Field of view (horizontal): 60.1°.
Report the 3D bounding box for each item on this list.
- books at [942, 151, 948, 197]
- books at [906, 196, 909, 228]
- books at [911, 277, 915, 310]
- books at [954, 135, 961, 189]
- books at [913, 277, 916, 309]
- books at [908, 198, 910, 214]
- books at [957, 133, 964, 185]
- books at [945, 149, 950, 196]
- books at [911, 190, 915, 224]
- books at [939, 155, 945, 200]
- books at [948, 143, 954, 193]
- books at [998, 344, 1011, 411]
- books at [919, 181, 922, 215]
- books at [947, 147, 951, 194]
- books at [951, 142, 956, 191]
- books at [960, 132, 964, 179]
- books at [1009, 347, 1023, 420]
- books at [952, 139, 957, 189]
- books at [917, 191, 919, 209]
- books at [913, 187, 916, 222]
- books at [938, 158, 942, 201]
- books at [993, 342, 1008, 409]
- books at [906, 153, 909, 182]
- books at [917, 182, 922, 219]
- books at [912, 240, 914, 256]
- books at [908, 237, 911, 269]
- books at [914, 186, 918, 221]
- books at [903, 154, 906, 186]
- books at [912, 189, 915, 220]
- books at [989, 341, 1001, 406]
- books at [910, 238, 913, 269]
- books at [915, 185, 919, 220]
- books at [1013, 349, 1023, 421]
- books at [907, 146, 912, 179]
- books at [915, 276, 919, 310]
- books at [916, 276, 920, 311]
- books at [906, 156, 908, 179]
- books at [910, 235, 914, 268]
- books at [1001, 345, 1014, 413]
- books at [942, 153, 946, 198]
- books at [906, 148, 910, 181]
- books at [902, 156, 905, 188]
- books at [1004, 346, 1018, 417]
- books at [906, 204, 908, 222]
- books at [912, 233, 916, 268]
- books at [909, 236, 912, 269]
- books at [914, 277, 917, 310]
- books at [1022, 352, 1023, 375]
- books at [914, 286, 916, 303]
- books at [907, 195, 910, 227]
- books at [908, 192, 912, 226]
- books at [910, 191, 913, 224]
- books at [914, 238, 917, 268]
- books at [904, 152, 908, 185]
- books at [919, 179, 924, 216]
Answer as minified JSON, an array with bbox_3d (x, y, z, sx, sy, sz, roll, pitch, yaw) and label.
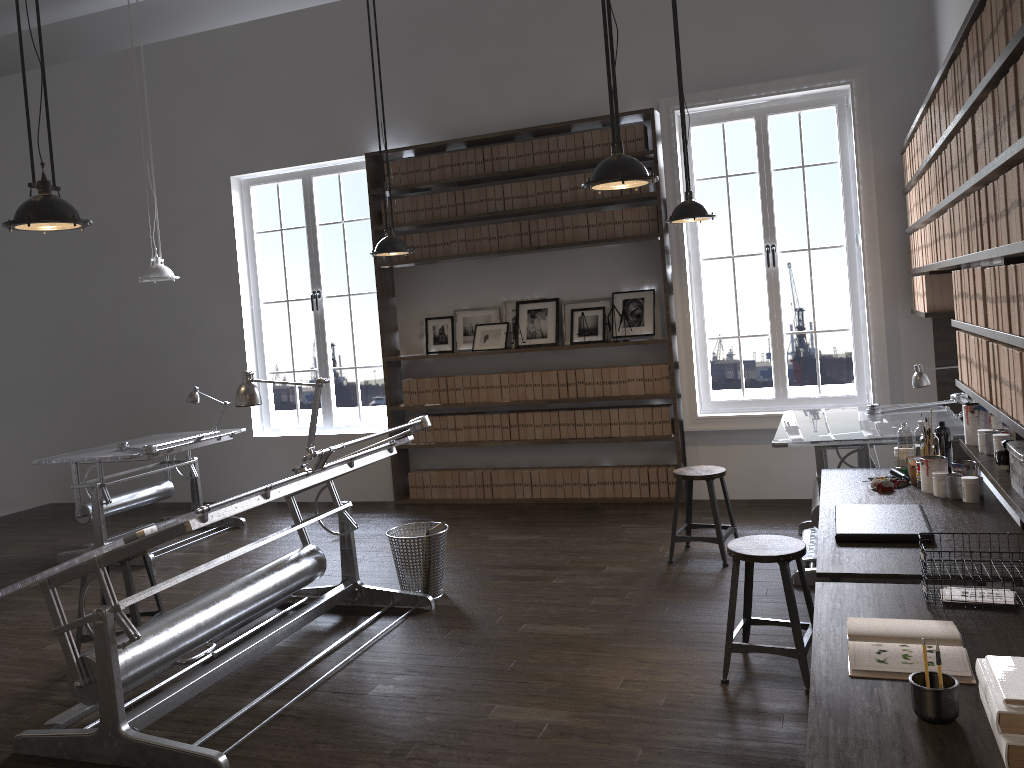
[{"bbox_3d":[2.043,-0.948,3.983,0.174,0.225,0.067,-4,2,20],"label":"books"},{"bbox_3d":[2.751,-1.165,5.950,0.174,0.225,0.067,-4,2,20],"label":"books"},{"bbox_3d":[2.799,-0.618,5.973,0.174,0.225,0.067,-4,2,20],"label":"books"},{"bbox_3d":[1.903,-0.907,3.597,0.174,0.225,0.067,-4,2,20],"label":"books"},{"bbox_3d":[2.779,-0.610,5.902,0.174,0.225,0.067,-4,2,20],"label":"books"},{"bbox_3d":[2.709,-1.151,5.822,0.174,0.225,0.067,-4,2,20],"label":"books"},{"bbox_3d":[1.882,-0.900,3.529,0.174,0.225,0.067,-4,2,20],"label":"books"},{"bbox_3d":[2.023,-0.941,3.915,0.174,0.225,0.067,-4,2,20],"label":"books"},{"bbox_3d":[2.640,-1.131,5.629,0.174,0.225,0.067,-4,2,20],"label":"books"},{"bbox_3d":[2.091,-0.963,4.120,0.174,0.225,0.067,-4,2,20],"label":"books"},{"bbox_3d":[1.970,-0.927,3.787,0.174,0.225,0.067,-4,2,20],"label":"books"},{"bbox_3d":[1.743,-0.026,2.974,0.174,0.225,0.067,-4,2,20],"label":"books"},{"bbox_3d":[2.452,-1.069,5.105,0.174,0.225,0.067,-4,2,20],"label":"books"},{"bbox_3d":[1.998,-0.934,3.848,0.174,0.225,0.067,-4,2,20],"label":"books"},{"bbox_3d":[1.952,-0.920,3.723,0.174,0.225,0.067,-4,2,20],"label":"books"},{"bbox_3d":[1.861,-0.893,3.463,0.174,0.225,0.067,-4,2,20],"label":"books"},{"bbox_3d":[1.667,-0.004,2.776,0.174,0.225,0.067,-4,2,20],"label":"books"},{"bbox_3d":[1.929,-0.914,3.664,0.174,0.225,0.067,-4,2,20],"label":"books"},{"bbox_3d":[2.503,-1.084,5.245,0.174,0.225,0.067,-4,2,20],"label":"books"},{"bbox_3d":[2.565,-1.104,5.436,0.174,0.225,0.067,-4,2,20],"label":"books"},{"bbox_3d":[2.122,-0.970,4.188,0.174,0.225,0.067,-4,2,20],"label":"books"},{"bbox_3d":[1.763,-0.033,3.041,0.174,0.225,0.067,-4,2,20],"label":"books"},{"bbox_3d":[2.663,-1.420,5.750,0.174,0.225,0.067,-4,2,20],"label":"books"},{"bbox_3d":[2.473,-1.076,5.177,0.174,0.225,0.067,-4,2,20],"label":"books"},{"bbox_3d":[2.714,-0.873,5.776,0.174,0.225,0.067,-4,2,20],"label":"books"},{"bbox_3d":[2.803,-0.901,6.042,0.174,0.225,0.067,-4,2,20],"label":"books"},{"bbox_3d":[2.540,-1.096,5.368,0.174,0.225,0.067,-4,2,20],"label":"books"},{"bbox_3d":[2.730,-1.441,5.951,0.174,0.225,0.067,-4,2,20],"label":"books"},{"bbox_3d":[2.593,-1.111,5.503,0.174,0.225,0.067,-4,2,20],"label":"books"},{"bbox_3d":[1.784,-0.040,3.110,0.174,0.225,0.067,-4,2,20],"label":"books"},{"bbox_3d":[2.762,-0.888,5.910,0.174,0.225,0.067,-4,2,20],"label":"books"},{"bbox_3d":[2.523,-1.090,5.308,0.174,0.225,0.067,-4,2,20],"label":"books"},{"bbox_3d":[1.647,0.002,2.716,0.174,0.225,0.067,-4,2,20],"label":"books"},{"bbox_3d":[2.613,-1.406,5.616,0.174,0.225,0.067,-4,2,20],"label":"books"},{"bbox_3d":[2.705,-0.590,5.715,0.174,0.225,0.067,-4,2,20],"label":"books"},{"bbox_3d":[2.683,-0.583,5.646,0.174,0.225,0.067,-4,2,20],"label":"books"},{"bbox_3d":[2.689,-1.427,5.815,0.174,0.225,0.067,-4,2,20],"label":"books"},{"bbox_3d":[2.734,-0.880,5.845,0.174,0.225,0.067,-4,2,20],"label":"books"},{"bbox_3d":[1.718,-0.019,2.909,0.174,0.225,0.067,-4,2,20],"label":"books"},{"bbox_3d":[2.071,-0.955,4.048,0.174,0.225,0.067,-4,2,20],"label":"books"},{"bbox_3d":[2.636,-1.413,5.685,0.174,0.225,0.067,-4,2,20],"label":"books"},{"bbox_3d":[2.754,-1.448,6.019,0.174,0.225,0.067,-4,2,20],"label":"books"},{"bbox_3d":[1.690,-0.012,2.844,0.174,0.225,0.067,-4,2,20],"label":"books"},{"bbox_3d":[2.779,-1.172,6.015,0.174,0.225,0.067,-4,2,20],"label":"books"},{"bbox_3d":[2.683,-0.866,5.708,0.174,0.225,0.067,-4,2,20],"label":"books"},{"bbox_3d":[2.786,-0.895,5.976,0.174,0.225,0.067,-4,2,20],"label":"books"},{"bbox_3d":[2.729,-0.597,5.783,0.174,0.225,0.067,-4,2,20],"label":"books"},{"bbox_3d":[1.603,0.015,2.589,0.174,0.225,0.067,-4,2,20],"label":"books"},{"bbox_3d":[2.755,-0.604,5.841,0.174,0.225,0.067,-4,2,20],"label":"books"},{"bbox_3d":[2.729,-1.157,5.882,0.174,0.225,0.067,-4,2,20],"label":"books"},{"bbox_3d":[2.682,-1.144,5.761,0.174,0.225,0.067,-4,2,20],"label":"books"},{"bbox_3d":[2.664,-1.138,5.696,0.174,0.225,0.067,-4,2,20],"label":"books"},{"bbox_3d":[2.663,-0.858,5.636,0.174,0.225,0.067,-4,2,20],"label":"books"},{"bbox_3d":[2.709,-1.434,5.881,0.174,0.225,0.067,-4,2,20],"label":"books"},{"bbox_3d":[2.424,-1.061,5.040,0.174,0.225,0.067,-4,2,20],"label":"books"}]
